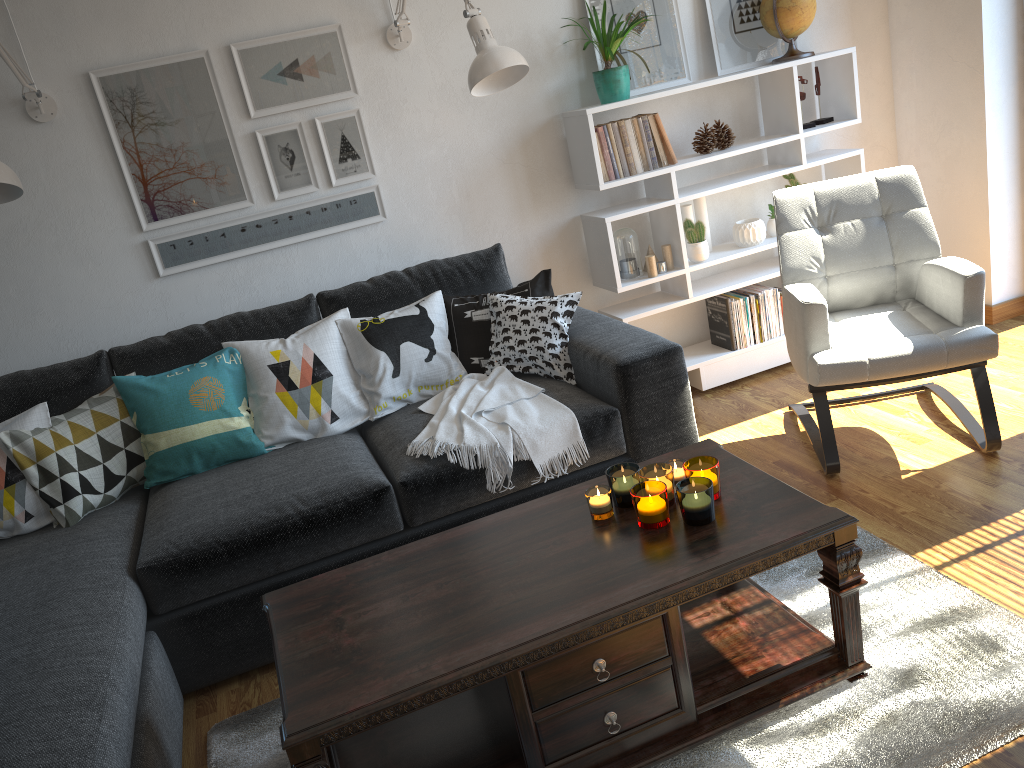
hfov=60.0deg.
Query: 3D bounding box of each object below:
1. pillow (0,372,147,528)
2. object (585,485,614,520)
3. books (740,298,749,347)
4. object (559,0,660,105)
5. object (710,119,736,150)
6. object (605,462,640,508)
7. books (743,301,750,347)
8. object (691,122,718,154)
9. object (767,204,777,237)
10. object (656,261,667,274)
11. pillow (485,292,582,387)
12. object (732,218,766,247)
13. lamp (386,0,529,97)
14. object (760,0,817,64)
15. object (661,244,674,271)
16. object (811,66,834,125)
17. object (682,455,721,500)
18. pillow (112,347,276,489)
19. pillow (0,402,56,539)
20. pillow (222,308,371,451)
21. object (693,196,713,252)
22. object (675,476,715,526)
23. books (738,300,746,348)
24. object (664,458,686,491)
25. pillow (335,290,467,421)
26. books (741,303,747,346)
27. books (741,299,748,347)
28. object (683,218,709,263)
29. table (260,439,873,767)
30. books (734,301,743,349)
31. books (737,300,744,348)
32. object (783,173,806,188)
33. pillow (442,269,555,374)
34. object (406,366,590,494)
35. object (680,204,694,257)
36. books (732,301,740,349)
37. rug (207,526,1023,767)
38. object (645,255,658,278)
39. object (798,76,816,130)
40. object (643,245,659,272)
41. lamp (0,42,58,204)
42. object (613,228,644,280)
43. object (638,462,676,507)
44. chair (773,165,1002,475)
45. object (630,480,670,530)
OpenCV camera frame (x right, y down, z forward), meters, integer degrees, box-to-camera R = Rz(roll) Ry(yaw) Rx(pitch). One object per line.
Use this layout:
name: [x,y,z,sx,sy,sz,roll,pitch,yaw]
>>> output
pillow: [-1.300,0.208,2.740,0.242,0.364,0.452,3,24,39]
object: [0.198,0.267,1.991,0.060,0.061,0.059,-16,19,-10]
books: [0.941,-0.271,3.757,0.006,0.212,0.173,-18,19,-15]
object: [0.373,-1.258,3.332,0.423,0.373,0.386,-22,21,-27]
object: [0.846,-1.004,3.564,0.101,0.125,0.096,-13,18,0]
object: [0.259,0.232,2.022,0.079,0.082,0.079,-19,19,-19]
books: [0.947,-0.268,3.758,0.006,0.198,0.169,-18,19,-15]
object: [0.770,-0.982,3.546,0.102,0.127,0.094,-2,21,28]
object: [1.102,-0.690,3.720,0.072,0.138,0.072,-25,22,-33]
object: [0.596,-0.465,3.534,0.040,0.044,0.040,-9,19,10]
pillow: [0.074,-0.152,2.947,0.358,0.314,0.169,-4,20,24]
object: [0.984,-0.628,3.677,0.134,0.098,0.132,5,25,42]
lamp: [-0.219,-1.276,2.906,0.200,0.672,0.696,-21,20,-23]
object: [1.103,-1.452,3.534,0.217,0.306,0.215,-12,18,1]
object: [0.624,-0.507,3.552,0.039,0.100,0.039,-19,19,-18]
object: [1.277,-1.199,3.684,0.075,0.231,0.066,-25,22,-33]
object: [0.424,0.212,1.970,0.079,0.082,0.079,-19,19,-19]
pillow: [-0.999,0.091,2.806,0.414,0.342,0.272,-18,19,-15]
pillow: [-1.498,0.274,2.608,0.359,0.345,0.172,-18,19,-15]
pillow: [-0.673,0.004,2.901,0.436,0.370,0.284,-17,19,-15]
object: [0.794,-0.666,3.690,0.051,0.239,0.051,-12,19,2]
object: [0.391,0.250,1.879,0.079,0.082,0.079,-19,19,-19]
books: [0.925,-0.266,3.749,0.006,0.210,0.169,-18,19,-15]
object: [0.379,0.211,2.037,0.060,0.061,0.059,-16,19,-10]
pillow: [-0.354,-0.099,2.979,0.381,0.319,0.265,-17,19,-15]
books: [0.932,-0.269,3.753,0.006,0.210,0.169,-18,19,-15]
books: [0.937,-0.270,3.755,0.006,0.212,0.173,-18,19,-15]
object: [0.740,-0.574,3.555,0.088,0.173,0.087,-12,18,0]
table: [0.104,0.556,1.948,1.178,0.411,0.568,-17,19,-15]
books: [0.911,-0.263,3.745,0.007,0.212,0.170,-18,19,-15]
books: [0.920,-0.265,3.750,0.005,0.210,0.169,-18,19,-15]
object: [1.201,-0.767,3.726,0.097,0.237,0.098,-22,21,-26]
pillow: [-0.040,-0.192,3.092,0.450,0.360,0.233,-9,19,10]
object: [-0.119,0.142,2.708,0.487,0.213,0.604,-19,19,-18]
object: [0.734,-0.634,3.673,0.051,0.214,0.051,-15,19,-9]
books: [0.902,-0.261,3.746,0.005,0.212,0.173,-18,19,-15]
rug: [0.231,0.726,2.022,1.811,0.034,1.048,-18,19,-15]
object: [0.510,-0.474,3.554,0.176,0.084,0.078,3,24,40]
object: [1.160,-1.153,3.643,0.134,0.218,0.066,-13,19,0]
object: [0.565,-0.514,3.599,0.062,0.109,0.062,-17,19,-15]
lamp: [-1.541,-0.863,2.548,0.200,0.672,0.695,-15,18,-6]
object: [0.461,-0.529,3.568,0.108,0.198,0.108,-14,18,-4]
object: [0.327,0.229,1.984,0.079,0.082,0.079,-19,19,-19]
chair: [1.196,-0.230,2.931,0.545,0.835,0.682,-10,19,9]
object: [0.299,0.261,1.907,0.079,0.082,0.079,-19,19,-19]
